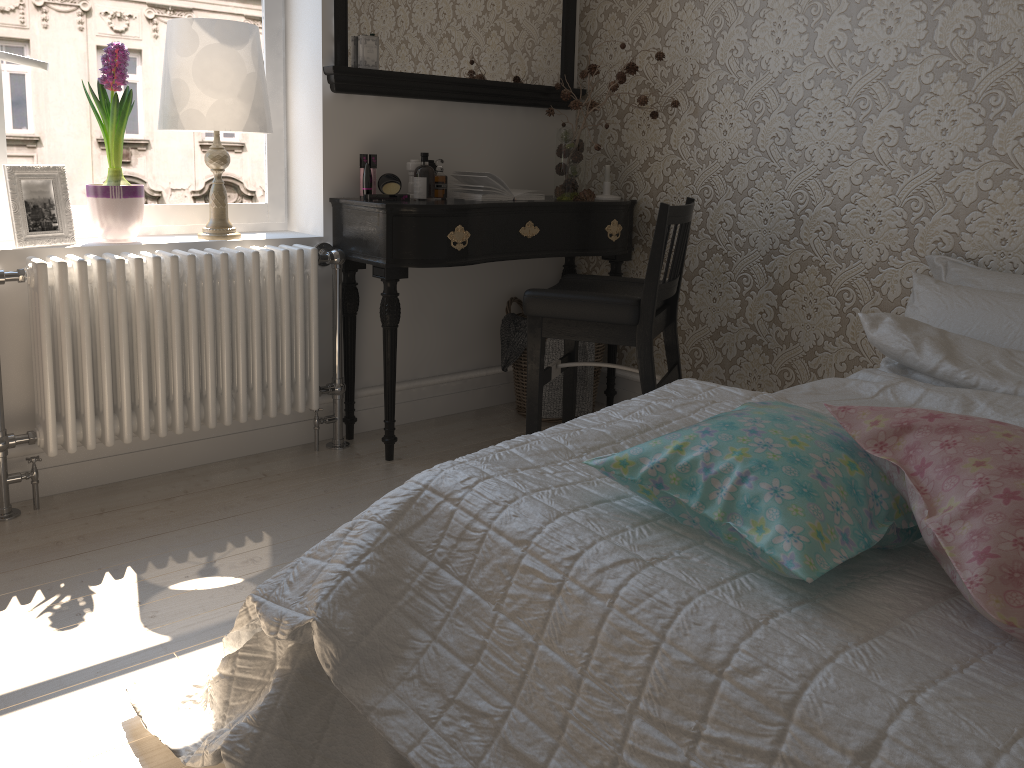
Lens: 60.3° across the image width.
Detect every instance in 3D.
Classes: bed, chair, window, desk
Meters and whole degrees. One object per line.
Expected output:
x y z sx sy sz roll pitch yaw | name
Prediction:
0.769 0.311 1.450 2.226 0.621 1.978 -10 18 -38 | bed
0.315 -0.147 2.738 0.459 0.848 0.463 5 11 20 | chair
-1.124 -1.338 2.669 0.955 1.754 0.112 -7 12 -39 | window
-0.051 -0.248 3.161 1.112 0.810 0.441 -9 15 -39 | desk

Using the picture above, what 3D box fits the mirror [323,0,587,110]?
-0.150 -1.292 3.131 1.125 0.563 0.067 -10 14 -39 | mirror

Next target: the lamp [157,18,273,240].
-0.916 -0.776 2.735 0.340 0.642 0.346 -4 12 -27 | lamp

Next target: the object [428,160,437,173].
-0.289 -0.717 3.092 0.057 0.132 0.058 3 10 11 | object

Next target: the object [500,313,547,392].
0.115 -0.096 3.339 0.369 0.327 0.306 -8 15 -38 | object

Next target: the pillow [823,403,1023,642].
0.596 0.154 1.020 0.353 0.199 0.402 0 14 -7 | pillow

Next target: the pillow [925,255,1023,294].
1.452 -0.072 1.950 0.312 0.349 1.269 -8 17 -38 | pillow

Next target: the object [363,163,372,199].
-0.471 -0.662 2.878 0.031 0.118 0.055 1 10 -1 | object

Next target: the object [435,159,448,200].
-0.246 -0.696 3.003 0.054 0.136 0.055 1 10 0 | object

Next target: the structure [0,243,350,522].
-0.962 -0.052 2.601 1.074 0.671 0.168 -9 14 -39 | structure

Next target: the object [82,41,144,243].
-1.160 -0.702 2.567 0.158 0.568 0.158 8 12 35 | object

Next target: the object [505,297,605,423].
0.172 -0.101 3.384 0.393 0.425 0.400 0 12 -8 | object

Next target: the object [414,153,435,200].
-0.291 -0.690 2.935 0.071 0.155 0.071 11 14 44 | object

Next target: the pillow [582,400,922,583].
0.351 0.129 1.177 0.364 0.166 0.387 -8 16 -34 | pillow

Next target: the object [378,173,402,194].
-0.408 -0.652 2.912 0.080 0.084 0.084 2 12 0 | object

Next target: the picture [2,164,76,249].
-1.297 -0.491 2.430 0.050 0.222 0.178 7 12 29 | picture

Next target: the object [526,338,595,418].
0.173 -0.078 3.342 0.290 0.350 0.355 1 12 -1 | object

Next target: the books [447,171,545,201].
-0.060 -0.705 3.136 0.280 0.094 0.229 -9 17 -37 | books

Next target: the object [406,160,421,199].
-0.333 -0.700 3.022 0.057 0.132 0.058 3 10 11 | object

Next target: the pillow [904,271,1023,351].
1.175 -0.080 2.092 0.205 0.298 0.568 -7 16 -39 | pillow

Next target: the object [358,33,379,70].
-0.471 -1.092 2.899 0.072 0.119 0.037 -6 12 -34 | object

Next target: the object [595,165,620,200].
0.357 -0.757 3.315 0.105 0.129 0.106 1 11 -5 | object

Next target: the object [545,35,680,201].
0.336 -0.945 3.191 0.543 0.590 0.322 6 11 21 | object
